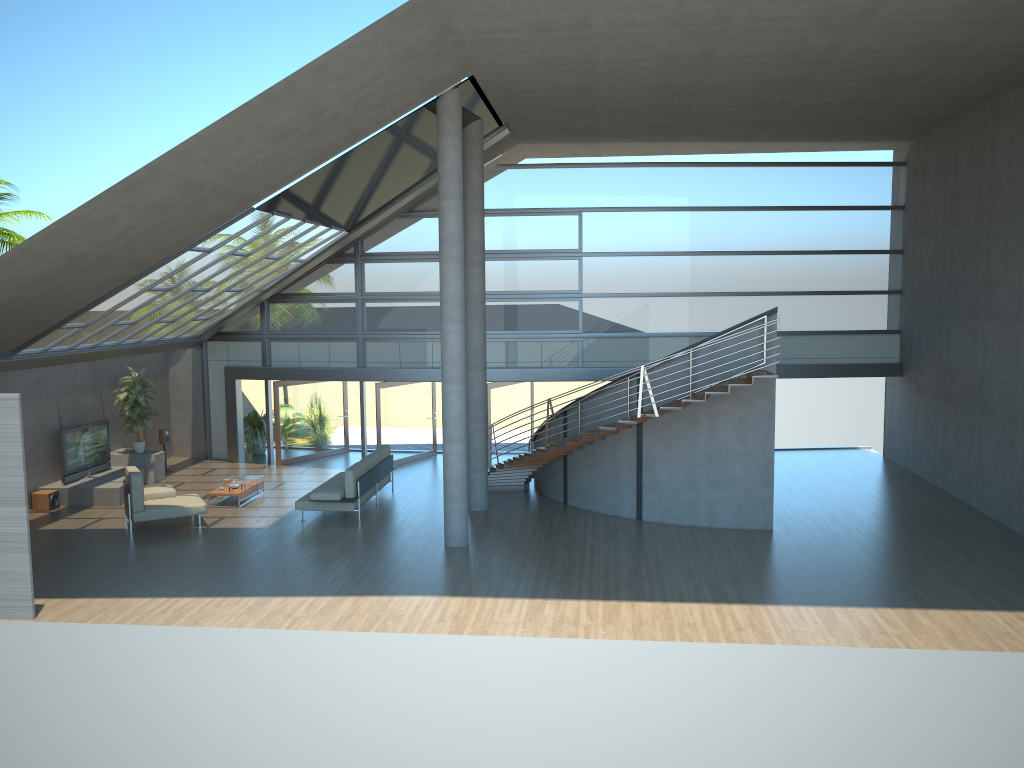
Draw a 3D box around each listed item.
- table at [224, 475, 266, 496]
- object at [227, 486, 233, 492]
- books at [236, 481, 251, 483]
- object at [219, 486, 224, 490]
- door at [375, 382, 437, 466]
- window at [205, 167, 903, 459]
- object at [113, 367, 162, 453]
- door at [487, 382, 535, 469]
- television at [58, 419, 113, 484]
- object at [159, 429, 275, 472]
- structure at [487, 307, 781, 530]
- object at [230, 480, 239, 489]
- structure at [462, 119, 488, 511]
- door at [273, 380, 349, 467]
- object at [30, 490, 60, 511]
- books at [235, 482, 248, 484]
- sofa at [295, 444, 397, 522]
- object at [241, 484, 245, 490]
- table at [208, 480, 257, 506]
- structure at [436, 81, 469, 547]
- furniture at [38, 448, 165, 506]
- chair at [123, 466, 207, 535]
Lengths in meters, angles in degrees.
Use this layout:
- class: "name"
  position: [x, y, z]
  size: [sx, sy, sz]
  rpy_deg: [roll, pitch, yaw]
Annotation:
- class: "table"
  position: [-5.284, 2.014, 17.559]
  size: [0.680, 0.342, 0.400]
  rpy_deg: [0, 6, 6]
- class: "object"
  position: [-5.299, 1.980, 16.677]
  size: [0.085, 0.101, 0.070]
  rpy_deg: [0, 6, 5]
- class: "books"
  position: [-5.307, 1.939, 17.530]
  size: [0.275, 0.005, 0.189]
  rpy_deg: [-2, 6, -11]
- class: "object"
  position: [-5.531, 1.969, 16.880]
  size: [0.102, 0.086, 0.100]
  rpy_deg: [0, 6, 10]
- class: "door"
  position: [-2.441, 0.857, 20.735]
  size: [0.200, 1.977, 2.298]
  rpy_deg: [3, 6, 30]
- class: "window"
  position: [0.798, -1.451, 20.139]
  size: [16.616, 6.630, 1.098]
  rpy_deg: [0, 6, 4]
- class: "object"
  position: [-8.020, 0.542, 18.962]
  size: [0.932, 1.857, 0.895]
  rpy_deg: [-5, 7, -35]
- class: "door"
  position: [-0.007, 0.863, 20.416]
  size: [0.200, 1.977, 2.298]
  rpy_deg: [2, 6, 27]
- class: "television"
  position: [-8.476, 1.336, 17.646]
  size: [0.396, 1.063, 1.568]
  rpy_deg: [0, 6, 6]
- class: "object"
  position: [-9.709, 1.755, 17.712]
  size: [7.863, 0.982, 21.345]
  rpy_deg: [0, 6, 9]
- class: "structure"
  position: [1.502, 0.503, 15.455]
  size: [6.809, 3.653, 2.349]
  rpy_deg: [5, 8, 44]
- class: "object"
  position: [-5.318, 1.919, 16.989]
  size: [0.178, 0.161, 0.178]
  rpy_deg: [-6, 8, -42]
- class: "structure"
  position: [-0.659, -1.269, 15.881]
  size: [0.381, 7.125, 0.382]
  rpy_deg: [-5, 7, -40]
- class: "door"
  position: [-4.781, 0.826, 21.290]
  size: [0.200, 1.977, 2.298]
  rpy_deg: [3, 7, 35]
- class: "object"
  position: [-8.711, 2.167, 16.514]
  size: [0.425, 0.323, 0.362]
  rpy_deg: [0, 6, 6]
- class: "books"
  position: [-5.330, 1.948, 17.482]
  size: [0.275, 0.005, 0.189]
  rpy_deg: [-2, 6, -13]
- class: "sofa"
  position: [-3.071, 1.808, 16.615]
  size: [1.166, 0.947, 3.079]
  rpy_deg: [0, 6, 6]
- class: "object"
  position: [-5.123, 1.955, 16.906]
  size: [0.070, 0.101, 0.085]
  rpy_deg: [3, 7, 34]
- class: "table"
  position: [-5.326, 2.107, 17.168]
  size: [0.600, 0.250, 1.200]
  rpy_deg: [0, 6, 6]
- class: "structure"
  position: [-0.909, -1.039, 13.580]
  size: [0.381, 7.125, 0.382]
  rpy_deg: [0, 6, 6]
- class: "furniture"
  position: [-8.010, 1.868, 18.115]
  size: [1.577, 0.610, 2.936]
  rpy_deg: [0, 6, 6]
- class: "chair"
  position: [-6.013, 1.917, 15.316]
  size: [1.244, 1.023, 1.217]
  rpy_deg: [-4, 6, -28]
